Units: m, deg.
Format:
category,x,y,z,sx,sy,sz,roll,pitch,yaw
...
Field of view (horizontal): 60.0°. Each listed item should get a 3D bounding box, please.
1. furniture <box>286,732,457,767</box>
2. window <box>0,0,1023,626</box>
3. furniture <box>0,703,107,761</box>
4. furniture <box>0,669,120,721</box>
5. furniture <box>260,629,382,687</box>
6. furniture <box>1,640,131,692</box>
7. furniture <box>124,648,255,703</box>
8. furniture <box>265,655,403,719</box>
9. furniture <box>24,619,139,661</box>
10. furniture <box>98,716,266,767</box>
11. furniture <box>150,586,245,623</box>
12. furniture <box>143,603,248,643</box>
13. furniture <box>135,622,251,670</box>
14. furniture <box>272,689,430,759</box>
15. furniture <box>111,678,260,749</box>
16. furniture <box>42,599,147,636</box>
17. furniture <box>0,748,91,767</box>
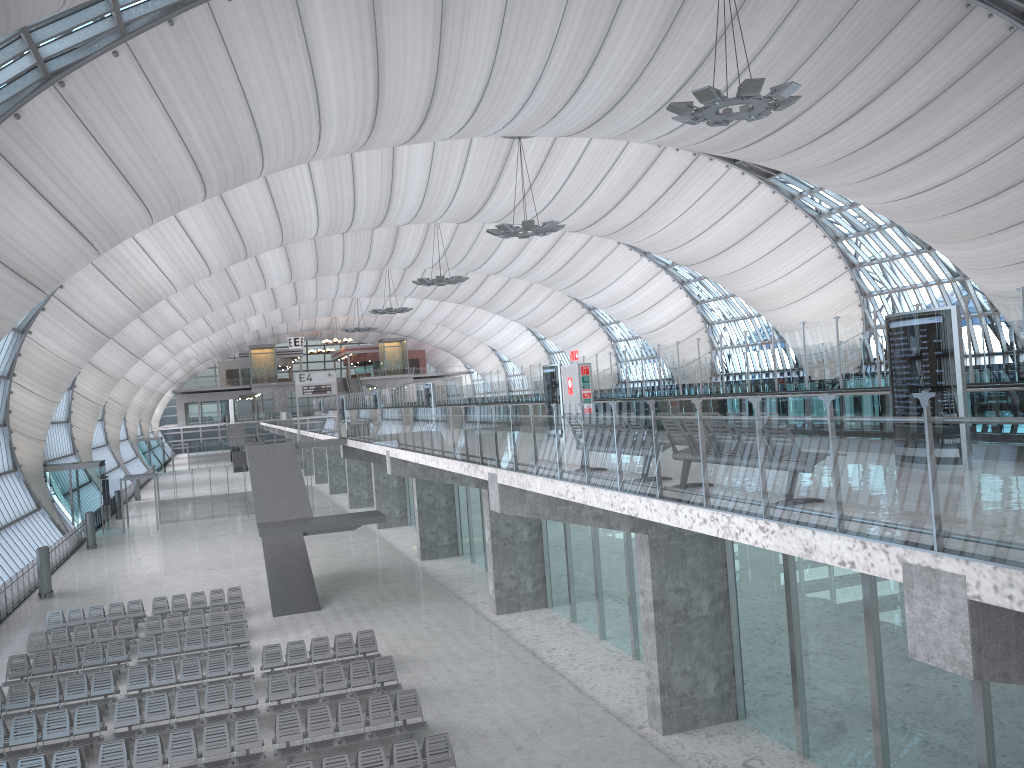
category,x,y,z,sx,sy,sz,roll,pitch,yaw
furniture,-2.190,6.127,13.803,2.705,0.913,1.572,-4,-1,-18
window,-10.555,-2.053,79.785,50.537,20.004,167.818,-4,-1,-18
furniture,-9.086,6.654,16.564,2.705,0.913,1.572,-4,-1,-18
furniture,-9.840,6.732,18.843,2.705,0.913,1.572,-4,-1,-18
furniture,-4.452,6.359,20.638,2.705,0.913,1.572,-4,-1,-18
furniture,-10.679,6.817,21.377,2.705,0.913,1.572,-4,-1,-18
furniture,-7.146,6.545,19.741,2.705,0.913,1.572,-4,-1,-18
furniture,-3.698,6.282,18.360,2.705,0.913,1.572,-4,-1,-18
furniture,-11.416,6.893,23.606,2.705,0.913,1.572,-4,-1,-18
furniture,-5.638,6.391,15.184,2.705,0.913,1.572,-4,-1,-18
furniture,-9.552,6.792,27.010,2.705,0.913,1.572,-4,-1,-18
furniture,-8.722,6.707,24.504,2.705,0.913,1.572,-4,-1,-18
furniture,-7.985,6.631,22.275,2.705,0.913,1.572,-4,-1,-18
furniture,-2.944,6.204,16.081,2.705,0.913,1.572,-4,-1,-18
furniture,-6.392,6.468,17.462,2.705,0.913,1.572,-4,-1,-18
furniture,-12.245,6.978,26.112,2.705,0.913,1.572,-4,-1,-18
furniture,-8.332,6.577,14.286,2.705,0.913,1.572,-4,-1,-18
